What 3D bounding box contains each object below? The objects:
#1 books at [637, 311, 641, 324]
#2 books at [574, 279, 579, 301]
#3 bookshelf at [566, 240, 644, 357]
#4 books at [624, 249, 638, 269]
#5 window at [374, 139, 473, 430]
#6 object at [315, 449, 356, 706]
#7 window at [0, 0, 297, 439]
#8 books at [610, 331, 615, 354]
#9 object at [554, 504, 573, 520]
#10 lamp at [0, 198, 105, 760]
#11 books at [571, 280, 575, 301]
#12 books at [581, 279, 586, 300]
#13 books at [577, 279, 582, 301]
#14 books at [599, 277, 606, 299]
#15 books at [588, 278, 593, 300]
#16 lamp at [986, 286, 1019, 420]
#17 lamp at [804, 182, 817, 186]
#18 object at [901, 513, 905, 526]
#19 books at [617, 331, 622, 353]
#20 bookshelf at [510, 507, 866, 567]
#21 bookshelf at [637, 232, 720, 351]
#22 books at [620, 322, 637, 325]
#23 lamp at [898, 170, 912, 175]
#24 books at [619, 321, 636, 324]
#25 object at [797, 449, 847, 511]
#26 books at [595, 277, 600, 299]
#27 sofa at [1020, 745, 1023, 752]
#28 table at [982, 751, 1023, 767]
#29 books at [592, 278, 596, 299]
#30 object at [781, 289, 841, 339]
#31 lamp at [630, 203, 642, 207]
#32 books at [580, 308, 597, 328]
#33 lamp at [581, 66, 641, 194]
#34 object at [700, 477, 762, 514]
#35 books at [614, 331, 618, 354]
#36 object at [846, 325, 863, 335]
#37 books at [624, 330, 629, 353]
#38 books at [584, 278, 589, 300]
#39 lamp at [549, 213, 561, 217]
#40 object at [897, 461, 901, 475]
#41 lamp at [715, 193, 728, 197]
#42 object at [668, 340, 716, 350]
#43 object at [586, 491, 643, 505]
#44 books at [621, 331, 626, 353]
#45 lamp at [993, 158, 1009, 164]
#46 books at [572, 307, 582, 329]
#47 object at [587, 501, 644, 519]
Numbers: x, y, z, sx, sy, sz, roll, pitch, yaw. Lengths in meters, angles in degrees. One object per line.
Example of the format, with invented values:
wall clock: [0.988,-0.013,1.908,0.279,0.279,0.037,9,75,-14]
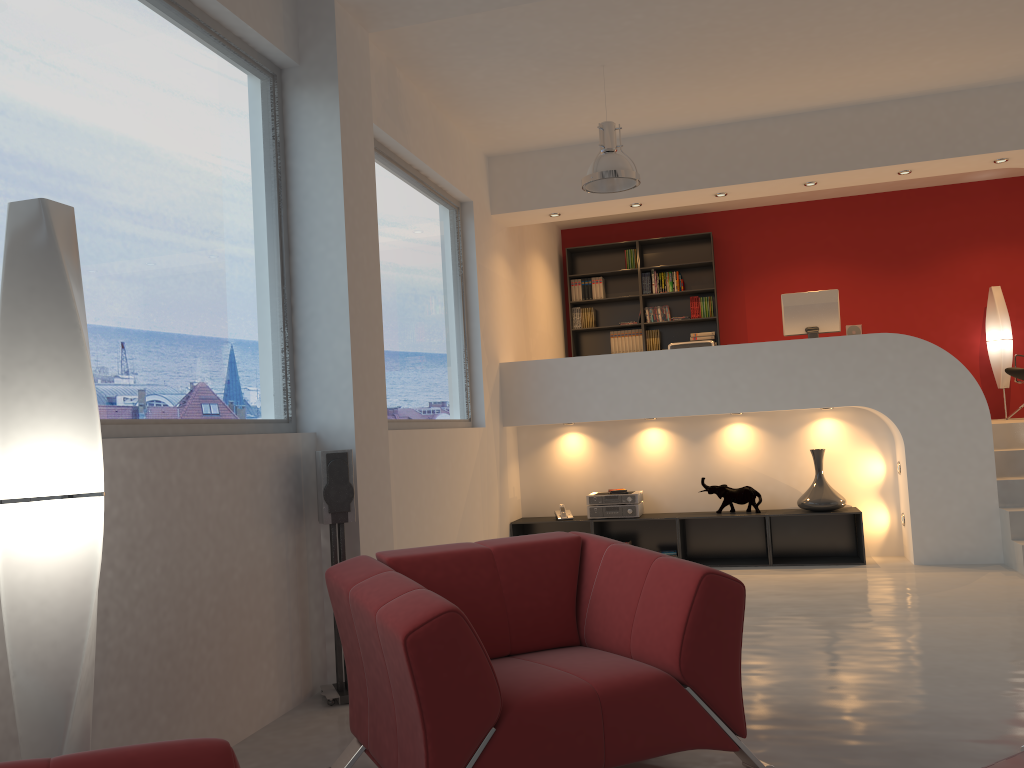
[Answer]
books: [1.454,-0.759,10.066,0.063,0.187,0.135,-4,-3,15]
books: [0.762,-1.064,10.245,0.040,0.260,0.200,-4,-3,15]
bookshelf: [1.106,-0.470,10.094,0.816,2.213,0.305,-4,-3,15]
books: [1.373,-1.398,10.104,0.146,0.240,0.170,-4,-3,15]
window: [-0.716,-0.593,5.884,0.100,1.800,2.400,-4,-3,15]
object: [-0.783,0.856,4.017,0.214,1.112,0.229,-2,-3,-20]
window: [-1.447,-0.701,3.183,0.100,1.800,2.400,-4,-3,15]
books: [1.160,-0.459,10.113,0.040,0.260,0.200,-4,-3,15]
object: [0.433,1.067,7.430,0.130,0.117,0.146,-3,-3,-10]
lamp: [-1.129,0.439,2.173,0.313,1.779,0.313,-4,-3,7]
books: [0.723,-1.061,10.255,0.040,0.260,0.200,-4,-3,15]
books: [0.840,-1.069,10.224,0.040,0.260,0.200,-4,-3,15]
books: [0.801,-1.067,10.234,0.040,0.260,0.200,-4,-3,15]
books: [1.036,-1.083,10.171,0.040,0.260,0.200,-4,-3,15]
books: [0.918,-1.075,10.203,0.040,0.260,0.200,-4,-3,15]
lamp: [4.959,-0.318,9.001,0.237,1.349,0.237,-5,-3,23]
lamp: [2.392,-1.601,7.104,0.105,0.011,0.105,-3,-3,4]
object: [3.040,1.053,6.891,0.011,0.105,0.105,-4,-3,15]
books: [1.238,-0.465,10.092,0.040,0.260,0.200,-4,-3,15]
bookshelf: [1.381,1.270,7.250,2.764,0.397,0.405,-4,-3,15]
bookshelf: [1.893,-0.527,9.883,0.816,2.213,0.305,-4,-3,15]
books: [1.338,-0.680,10.094,0.190,0.015,0.135,-4,-3,15]
lamp: [3.067,-1.649,6.924,0.105,0.011,0.105,-3,-3,4]
books: [1.319,-0.693,10.100,0.190,0.015,0.135,-4,-3,15]
object: [2.426,0.755,6.988,0.369,0.481,0.369,-2,-3,-20]
books: [0.997,-1.081,10.182,0.040,0.260,0.200,-4,-3,15]
sofa: [2.545,0.762,2.377,0.951,0.738,1.929,-1,-4,-35]
table: [1.104,1.011,1.411,1.097,0.286,1.162,-1,-4,-30]
books: [0.958,-1.078,10.192,0.040,0.260,0.200,-4,-3,15]
object: [2.513,-0.547,7.450,0.458,0.452,0.230,-4,-3,15]
lamp: [1.043,-1.503,7.465,0.105,0.011,0.105,-3,-3,4]
books: [0.882,-0.745,10.211,0.146,0.240,0.170,-4,-3,15]
lamp: [0.618,-1.684,5.767,0.379,0.800,0.379,-2,-3,-14]
object: [1.768,0.897,7.185,0.507,0.296,0.191,-5,-4,30]
books: [1.199,-0.462,10.102,0.040,0.260,0.200,-4,-3,15]
object: [2.852,-0.416,7.405,0.133,0.147,0.151,-3,-3,-2]
books: [1.316,-0.471,10.071,0.040,0.260,0.200,-4,-3,15]
books: [0.879,-1.072,10.213,0.040,0.260,0.200,-4,-3,15]
lamp: [0.369,-1.455,7.646,0.105,0.011,0.105,-4,-3,19]
object: [3.017,0.654,6.914,0.011,0.105,0.105,-4,-3,15]
lamp: [1.718,-1.552,7.285,0.105,0.011,0.105,-3,-3,4]
object: [1.587,-0.250,7.772,0.397,0.217,0.458,-4,-3,15]
object: [0.861,0.951,7.409,0.430,0.077,0.349,-4,-3,15]
books: [1.277,-0.468,10.081,0.040,0.260,0.200,-4,-3,15]
lamp: [3.723,-1.697,6.748,0.105,0.011,0.105,-3,-3,4]
books: [0.766,-0.745,10.243,0.090,0.256,0.181,-4,-3,15]
object: [0.864,1.049,7.395,0.430,0.100,0.365,-4,-3,15]
